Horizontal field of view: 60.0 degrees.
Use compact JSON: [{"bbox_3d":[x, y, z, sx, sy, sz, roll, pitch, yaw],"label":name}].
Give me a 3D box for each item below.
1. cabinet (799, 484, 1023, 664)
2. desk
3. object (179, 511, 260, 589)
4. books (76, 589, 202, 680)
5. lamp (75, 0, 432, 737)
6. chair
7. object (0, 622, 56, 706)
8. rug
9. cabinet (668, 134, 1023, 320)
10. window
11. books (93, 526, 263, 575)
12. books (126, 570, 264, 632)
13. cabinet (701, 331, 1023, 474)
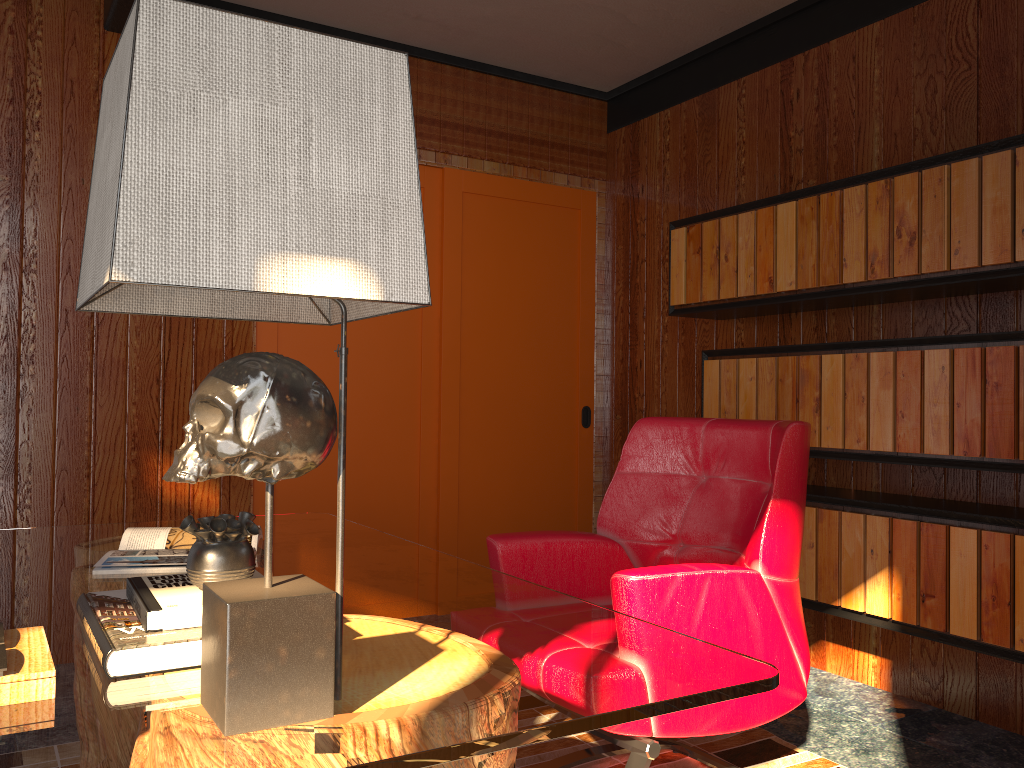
[{"bbox_3d":[1.182,0.573,3.015,0.321,0.390,1.653,1,-1,-31],"label":"cabinet"},{"bbox_3d":[-0.603,0.698,1.696,1.150,0.632,1.900,1,-1,-31],"label":"desk"},{"bbox_3d":[-0.447,0.252,1.347,0.118,0.114,0.121,2,-1,-37],"label":"object"},{"bbox_3d":[-0.483,0.357,1.340,0.286,0.040,0.366,1,-1,-31],"label":"books"},{"bbox_3d":[-0.303,0.006,0.997,0.316,0.732,0.316,1,-1,-31],"label":"lamp"},{"bbox_3d":[0.352,0.561,2.139,0.839,0.956,0.621,1,-1,-31],"label":"chair"},{"bbox_3d":[-0.655,0.345,1.109,0.135,0.049,0.238,1,-1,-31],"label":"object"},{"bbox_3d":[-0.083,1.015,1.782,2.410,0.042,2.439,1,-1,-31],"label":"rug"},{"bbox_3d":[1.196,-0.482,3.036,0.321,0.390,1.653,1,-1,-31],"label":"cabinet"},{"bbox_3d":[-0.330,0.018,4.090,1.837,2.164,0.070,1,-1,-31],"label":"window"},{"bbox_3d":[-0.734,0.363,2.009,0.300,0.049,0.422,1,-1,-12],"label":"books"},{"bbox_3d":[-0.465,0.323,1.347,0.198,0.029,0.249,1,-1,-29],"label":"books"},{"bbox_3d":[1.292,0.057,2.855,0.321,0.390,1.653,1,-1,-31],"label":"cabinet"}]
